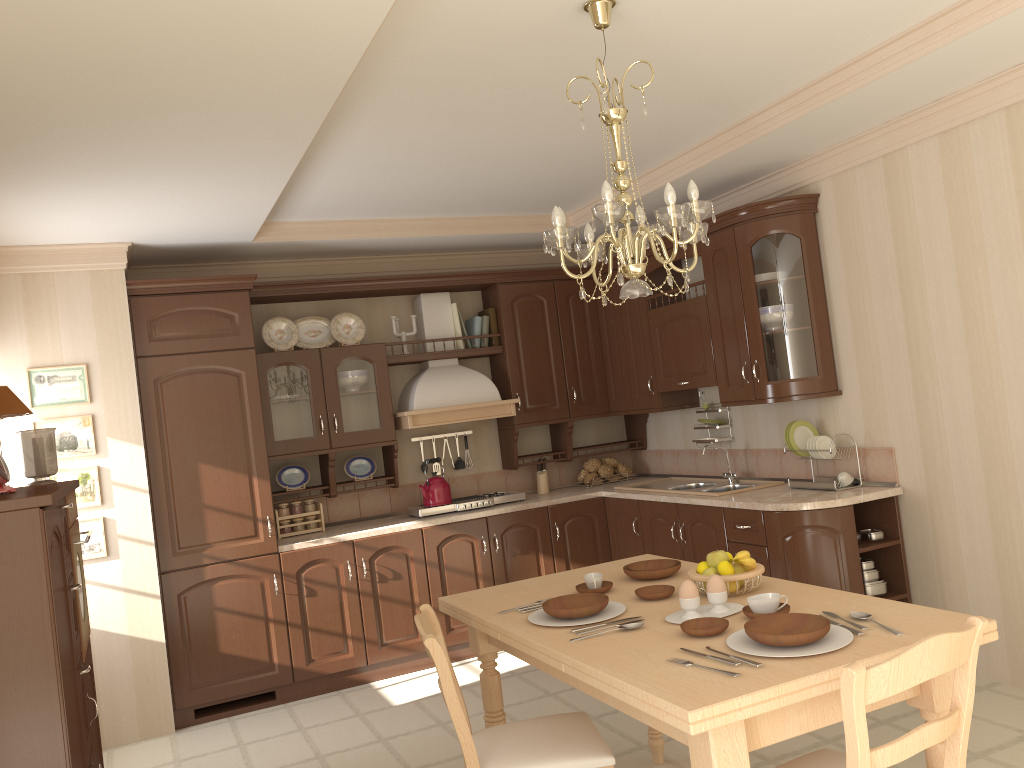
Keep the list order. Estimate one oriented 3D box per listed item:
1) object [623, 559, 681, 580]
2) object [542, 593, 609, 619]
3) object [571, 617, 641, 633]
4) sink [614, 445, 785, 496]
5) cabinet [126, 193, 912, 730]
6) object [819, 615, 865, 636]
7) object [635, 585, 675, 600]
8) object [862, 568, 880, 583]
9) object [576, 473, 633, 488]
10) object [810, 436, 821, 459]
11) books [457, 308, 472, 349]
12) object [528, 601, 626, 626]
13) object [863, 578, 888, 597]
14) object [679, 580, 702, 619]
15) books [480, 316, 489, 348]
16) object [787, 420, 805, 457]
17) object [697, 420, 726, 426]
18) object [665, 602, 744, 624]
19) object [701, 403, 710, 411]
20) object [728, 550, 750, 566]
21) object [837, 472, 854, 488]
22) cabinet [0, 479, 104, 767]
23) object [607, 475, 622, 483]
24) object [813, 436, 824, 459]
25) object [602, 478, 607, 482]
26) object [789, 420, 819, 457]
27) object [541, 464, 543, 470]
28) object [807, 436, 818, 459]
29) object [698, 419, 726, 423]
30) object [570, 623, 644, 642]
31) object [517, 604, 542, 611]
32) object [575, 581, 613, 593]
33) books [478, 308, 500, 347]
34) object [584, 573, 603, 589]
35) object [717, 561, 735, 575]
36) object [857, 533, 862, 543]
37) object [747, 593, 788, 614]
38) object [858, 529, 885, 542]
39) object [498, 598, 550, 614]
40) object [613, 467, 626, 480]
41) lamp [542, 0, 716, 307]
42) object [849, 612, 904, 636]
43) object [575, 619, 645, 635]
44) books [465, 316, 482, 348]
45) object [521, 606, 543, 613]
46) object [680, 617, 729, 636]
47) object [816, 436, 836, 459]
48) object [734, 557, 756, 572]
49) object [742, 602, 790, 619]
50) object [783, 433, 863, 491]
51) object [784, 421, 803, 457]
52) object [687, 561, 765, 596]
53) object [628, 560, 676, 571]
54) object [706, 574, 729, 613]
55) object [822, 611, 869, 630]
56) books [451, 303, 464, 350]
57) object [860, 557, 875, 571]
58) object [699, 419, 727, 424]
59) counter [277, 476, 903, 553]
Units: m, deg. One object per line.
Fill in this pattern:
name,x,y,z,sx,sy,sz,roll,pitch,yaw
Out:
object,0.494,0.658,3.119,0.204,0.042,0.204,-7,-2,15
object,0.195,0.680,2.694,0.204,0.042,0.204,-6,-2,-24
object,0.270,0.686,2.540,0.221,0.008,0.023,-6,-2,-19
sink,1.058,0.539,5.226,0.448,0.348,1.077,-6,-2,-24
cabinet,-0.148,0.415,4.647,3.226,2.313,2.436,-6,-2,-24
object,0.827,0.611,2.251,0.023,0.008,0.221,-7,-2,-9
object,0.452,0.662,2.801,0.127,0.026,0.126,-8,-2,31
object,1.683,0.911,4.250,0.106,0.057,0.152,-7,-2,-13
object,0.629,0.654,6.071,0.364,0.060,0.199,-6,-2,-24
object,1.555,0.321,4.479,0.123,0.119,0.034,-6,-2,-22
books,-0.343,-0.351,5.809,0.068,0.271,0.194,-6,-2,-24
object,0.197,0.698,2.693,0.299,0.009,0.299,-6,-2,-26
object,1.690,0.970,4.249,0.145,0.077,0.208,-7,-2,-13
object,0.503,0.607,2.513,0.058,0.104,0.058,-8,-2,45
books,-0.207,-0.335,5.851,0.080,0.209,0.205,-6,-2,-24
object,1.503,0.282,4.591,0.193,0.188,0.047,-6,-2,-23
object,1.205,0.232,5.343,0.167,0.051,0.174,-6,-2,-24
object,0.548,0.652,2.520,0.245,0.005,0.157,-6,-2,-27
object,1.194,0.139,5.440,0.044,0.051,0.049,-8,-2,35
object,0.708,0.553,2.750,0.066,0.085,0.184,-7,-2,14
object,1.654,0.472,4.393,0.073,0.072,0.085,-8,-2,30
cabinet,-1.638,1.035,2.896,0.538,1.349,1.513,-6,-2,-24
object,0.695,0.647,6.074,0.103,0.060,0.105,-6,-2,-29
object,1.563,0.319,4.459,0.123,0.119,0.034,-6,-2,-24
object,0.644,0.630,6.111,0.114,0.094,0.098,-5,-2,-44
object,1.510,0.281,4.574,0.193,0.188,0.047,-6,-2,-23
object,0.205,0.594,6.006,0.016,0.158,0.051,-8,-2,29
object,1.547,0.322,4.498,0.123,0.119,0.034,-6,-2,-24
object,1.206,0.226,5.344,0.167,0.051,0.174,-6,-2,-24
object,0.263,0.683,2.443,0.219,0.011,0.047,-7,-2,-15
object,0.113,0.715,2.885,0.212,0.008,0.018,-6,-2,-24
object,0.277,0.688,2.978,0.126,0.026,0.127,-7,-2,3
books,-0.151,-0.364,5.880,0.052,0.254,0.205,-6,-2,-24
object,0.276,0.671,2.972,0.063,0.055,0.119,-7,-2,5
object,0.654,0.567,2.712,0.045,0.053,0.051,-6,-2,-35
object,1.608,0.740,4.250,0.084,0.045,0.120,-6,-2,-38
object,0.699,0.605,2.416,0.119,0.055,0.063,-7,-2,-10
object,1.725,0.726,4.255,0.084,0.045,0.120,-7,-2,-13
object,0.050,0.725,2.901,0.218,0.004,0.028,-6,-2,-34
object,0.731,0.619,6.140,0.091,0.100,0.125,-6,-2,-29
lamp,0.313,-0.742,2.663,0.502,0.982,0.501,-8,-2,36
object,0.910,0.599,2.223,0.047,0.011,0.219,-7,-2,-8
object,0.280,0.686,2.506,0.216,0.004,0.022,-6,-2,-18
books,-0.257,-0.329,5.838,0.086,0.209,0.205,-6,-2,-24
object,0.131,0.712,2.851,0.218,0.008,0.022,-6,-2,-21
object,0.507,0.642,2.331,0.126,0.026,0.127,-6,-2,-33
object,1.571,0.318,4.440,0.123,0.119,0.034,-6,-2,-24
object,0.722,0.569,2.734,0.064,0.094,0.176,-7,-2,13
object,0.693,0.622,2.414,0.126,0.026,0.127,-6,-2,-33
object,1.561,0.388,4.479,0.172,0.275,0.359,-6,-2,-23
object,1.496,0.284,4.608,0.193,0.188,0.047,-6,-2,-23
object,0.670,0.610,2.765,0.235,0.068,0.235,-8,-2,23
object,0.495,0.653,3.118,0.168,0.034,0.168,-7,-2,-13
object,0.587,0.598,2.542,0.058,0.104,0.058,-8,-2,45
object,0.858,0.610,2.294,0.022,0.004,0.216,-7,-2,-8
books,-0.377,-0.365,5.788,0.042,0.305,0.194,-6,-2,-24
object,1.677,0.864,4.251,0.084,0.045,0.120,-7,-2,-13
object,1.205,0.229,5.344,0.167,0.051,0.174,-6,-2,-24
counter,0.171,0.720,4.750,2.603,0.034,2.422,-6,-2,-24
